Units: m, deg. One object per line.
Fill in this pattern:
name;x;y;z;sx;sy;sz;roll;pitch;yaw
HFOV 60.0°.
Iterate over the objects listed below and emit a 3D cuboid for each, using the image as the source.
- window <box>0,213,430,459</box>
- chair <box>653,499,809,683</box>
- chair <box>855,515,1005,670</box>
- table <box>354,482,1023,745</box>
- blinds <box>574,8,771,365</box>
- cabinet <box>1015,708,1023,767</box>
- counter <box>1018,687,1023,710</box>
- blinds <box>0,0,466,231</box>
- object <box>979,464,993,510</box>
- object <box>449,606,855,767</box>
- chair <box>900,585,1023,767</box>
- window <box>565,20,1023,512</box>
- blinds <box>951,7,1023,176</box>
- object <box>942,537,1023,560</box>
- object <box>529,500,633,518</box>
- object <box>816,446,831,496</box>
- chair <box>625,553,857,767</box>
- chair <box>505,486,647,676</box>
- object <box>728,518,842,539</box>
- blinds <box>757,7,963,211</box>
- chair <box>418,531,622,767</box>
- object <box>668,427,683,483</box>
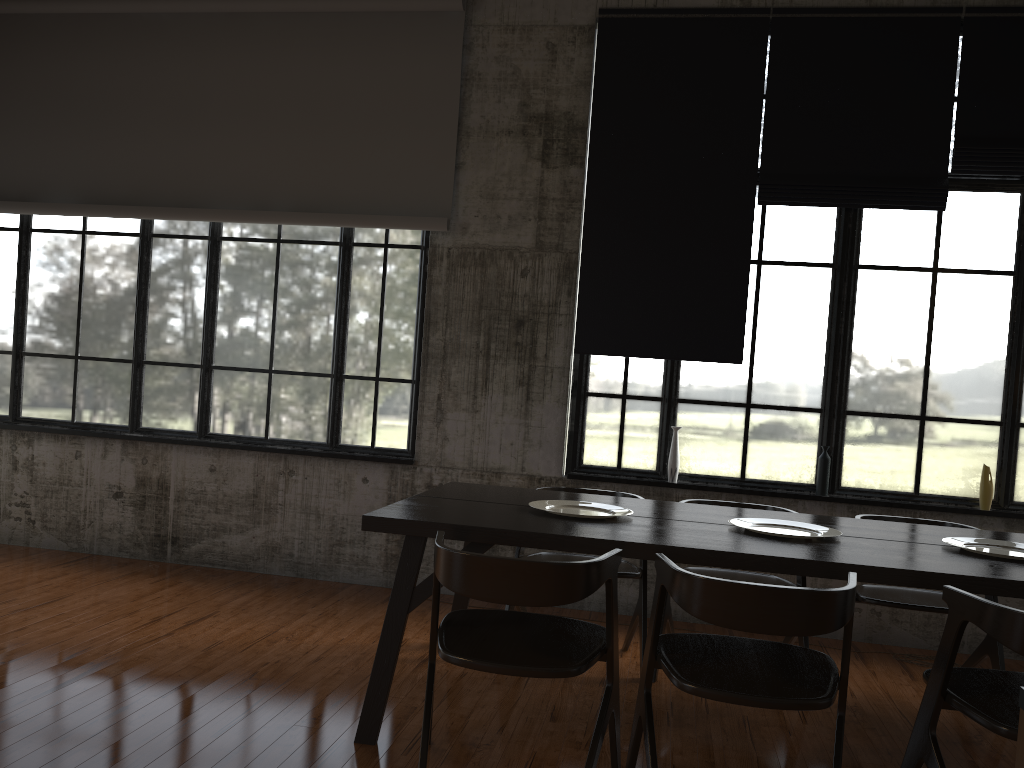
window;-2.695;-1.233;7.178;4.303;3.438;0.050;4;2;10
chair;1.302;1.231;5.217;0.878;0.994;0.769;4;1;11
chair;2.302;1.301;5.048;0.878;0.994;0.769;4;1;10
table;1.266;1.217;4.363;3.701;1.007;1.638;4;0;10
blinds;1.144;-1.446;6.412;1.215;2.536;0.034;4;2;10
cabinet;2.652;1.183;0.185;4.358;1.245;1.245;4;1;10
counter;2.691;0.624;0.170;4.360;0.174;1.245;4;0;10
blinds;-2.602;-2.172;6.956;4.464;1.777;0.136;4;2;10
object;3.242;0.703;6.055;0.074;0.319;0.073;3;2;-28
object;4.021;1.586;1.152;20.822;0.658;8.769;4;0;10
chair;1.935;1.267;3.202;0.878;0.994;0.769;4;1;6
window;2.386;-0.875;6.276;3.810;3.438;0.050;4;2;10
blinds;3.683;-1.965;5.929;1.296;1.143;0.052;4;2;10
object;2.288;0.772;4.117;0.526;0.024;0.527;4;0;20
object;0.346;0.635;4.462;0.526;0.024;0.527;4;0;20
object;2.194;0.614;6.243;0.080;0.352;0.080;5;2;41
chair;0.902;1.194;3.429;0.878;0.994;0.769;4;1;10
chair;0.417;1.168;5.374;0.878;0.994;0.769;4;1;10
object;1.317;0.703;4.289;0.526;0.024;0.527;4;0;20
blinds;2.405;-1.926;6.157;1.254;1.399;0.052;4;2;10
chair;0.018;1.132;3.586;0.878;0.994;0.769;4;1;11
object;1.178;0.512;6.427;0.082;0.411;0.082;3;2;-29
